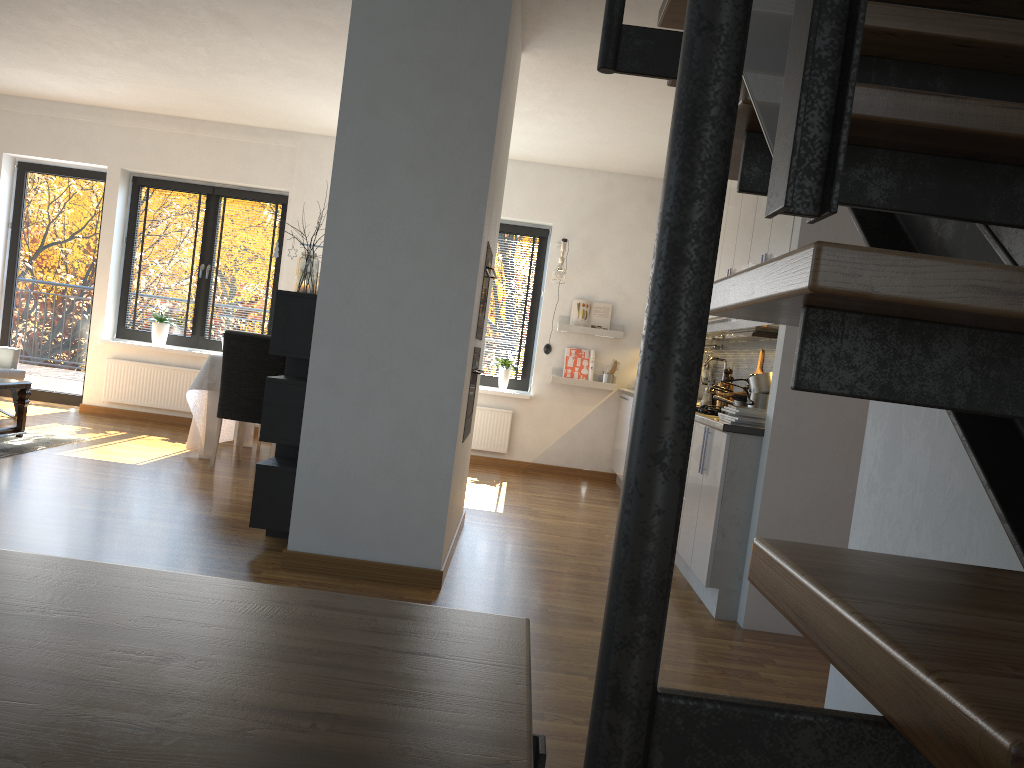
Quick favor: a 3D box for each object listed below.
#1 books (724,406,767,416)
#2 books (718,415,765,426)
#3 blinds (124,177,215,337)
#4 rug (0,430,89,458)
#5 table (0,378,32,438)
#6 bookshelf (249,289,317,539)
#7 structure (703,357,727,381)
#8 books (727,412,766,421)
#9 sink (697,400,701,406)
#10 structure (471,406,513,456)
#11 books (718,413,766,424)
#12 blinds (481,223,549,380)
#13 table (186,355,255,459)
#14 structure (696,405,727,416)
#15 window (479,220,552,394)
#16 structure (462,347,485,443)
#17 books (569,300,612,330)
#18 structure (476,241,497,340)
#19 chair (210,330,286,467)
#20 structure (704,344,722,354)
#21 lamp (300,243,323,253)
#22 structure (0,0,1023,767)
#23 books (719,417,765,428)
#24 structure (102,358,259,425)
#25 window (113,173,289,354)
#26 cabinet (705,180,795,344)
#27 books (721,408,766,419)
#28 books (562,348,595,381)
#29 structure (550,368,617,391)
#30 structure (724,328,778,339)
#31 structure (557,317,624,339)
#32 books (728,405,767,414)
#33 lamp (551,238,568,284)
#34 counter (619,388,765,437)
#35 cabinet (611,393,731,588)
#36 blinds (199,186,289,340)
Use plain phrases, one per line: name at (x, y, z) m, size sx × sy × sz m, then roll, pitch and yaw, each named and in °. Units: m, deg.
books at (1.140, 0.133, 4.104) m, size 0.252 × 0.011 × 0.318 m, roll 7°, pitch 2°, yaw 2°
books at (1.112, 0.174, 4.084) m, size 0.252 × 0.011 × 0.318 m, roll 7°, pitch 2°, yaw 0°
blinds at (-3.214, -1.179, 8.289) m, size 0.710 × 1.423 × 0.049 m, roll 7°, pitch 3°, yaw 0°
rug at (-3.700, 0.372, 5.765) m, size 1.052 × 0.034 × 1.812 m, roll 7°, pitch 2°, yaw 0°
table at (-3.689, 0.169, 5.669) m, size 0.570 × 0.409 × 1.179 m, roll 7°, pitch 2°, yaw 0°
bookshelf at (-1.019, 0.162, 4.637) m, size 0.237 × 1.201 × 1.189 m, roll 7°, pitch 2°, yaw 0°
structure at (1.486, -0.017, 6.432) m, size 0.195 × 0.347 × 0.167 m, roll 7°, pitch 3°, yaw -7°
books at (1.128, 0.153, 4.109) m, size 0.252 × 0.011 × 0.318 m, roll 8°, pitch 2°, yaw 12°
sink at (1.241, 0.198, 6.715) m, size 0.475 × 0.169 × 1.420 m, roll 7°, pitch 2°, yaw 0°
structure at (-0.741, 0.377, 8.115) m, size 1.457 × 0.460 × 0.078 m, roll 7°, pitch 3°, yaw 2°
books at (1.113, 0.164, 4.068) m, size 0.252 × 0.011 × 0.318 m, roll 7°, pitch 2°, yaw -3°
blinds at (-0.104, -0.775, 8.267) m, size 0.710 × 1.423 × 0.049 m, roll 7°, pitch 3°, yaw 0°
table at (-1.446, 0.250, 6.917) m, size 1.856 × 0.763 × 1.234 m, roll 7°, pitch 2°, yaw 1°
structure at (1.240, 0.163, 4.946) m, size 0.500 × 0.041 × 0.662 m, roll 7°, pitch 2°, yaw 0°
window at (-0.491, -0.784, 8.309) m, size 1.561 × 1.589 × 0.119 m, roll 7°, pitch 3°, yaw 0°
structure at (-0.185, 0.045, 4.515) m, size 0.052 × 0.462 × 0.585 m, roll 7°, pitch 2°, yaw 0°
books at (0.712, -0.603, 8.038) m, size 0.364 × 0.299 × 0.109 m, roll 7°, pitch 3°, yaw 0°
structure at (-0.120, -0.453, 4.491) m, size 0.052 × 0.462 × 0.585 m, roll 7°, pitch 2°, yaw 0°
chair at (-1.801, 0.122, 6.386) m, size 0.461 × 0.961 × 0.544 m, roll 8°, pitch 3°, yaw 6°
structure at (1.598, -0.279, 7.102) m, size 0.067 × 0.081 × 0.442 m, roll 7°, pitch 2°, yaw 0°
lamp at (-1.202, -1.486, 6.827) m, size 0.760 × 1.285 × 0.131 m, roll 7°, pitch 3°, yaw 0°
structure at (-0.077, -0.923, 1.661) m, size 2.685 × 4.134 × 4.579 m, roll 7°, pitch 2°, yaw 0°
books at (1.111, 0.184, 4.097) m, size 0.252 × 0.011 × 0.318 m, roll 8°, pitch 2°, yaw 4°
structure at (-3.016, 0.082, 8.131) m, size 1.457 × 0.460 × 0.078 m, roll 7°, pitch 3°, yaw -1°
window at (-2.364, 0.781, 20.169) m, size 12.959 × 18.383 × 21.838 m, roll 9°, pitch 3°, yaw 30°
cabinet at (1.468, -0.851, 5.952) m, size 0.458 × 1.070 × 4.233 m, roll 7°, pitch 2°, yaw 0°
books at (1.123, 0.142, 4.094) m, size 0.252 × 0.011 × 0.318 m, roll 7°, pitch 2°, yaw 2°
books at (0.605, -0.159, 8.053) m, size 0.283 × 0.331 × 0.138 m, roll 7°, pitch 3°, yaw -2°
structure at (0.652, -0.042, 8.046) m, size 0.594 × 0.129 × 0.147 m, roll 7°, pitch 2°, yaw 0°
structure at (1.436, -0.307, 4.912) m, size 0.362 × 0.148 × 0.623 m, roll 7°, pitch 2°, yaw 0°
structure at (0.713, -0.511, 8.023) m, size 0.594 × 0.129 × 0.147 m, roll 7°, pitch 2°, yaw 0°
books at (1.147, 0.123, 4.111) m, size 0.252 × 0.011 × 0.318 m, roll 8°, pitch 2°, yaw 7°
lamp at (0.435, -1.091, 7.935) m, size 0.131 × 0.395 × 0.311 m, roll 8°, pitch 2°, yaw 5°
counter at (1.249, 0.241, 6.004) m, size 0.622 × 0.192 × 4.247 m, roll 7°, pitch 2°, yaw 0°
cabinet at (0.927, 0.491, 6.019) m, size 0.040 × 0.691 × 4.221 m, roll 7°, pitch 2°, yaw 0°
blinds at (-2.497, -1.086, 8.284) m, size 0.710 × 1.423 × 0.049 m, roll 7°, pitch 3°, yaw 0°
